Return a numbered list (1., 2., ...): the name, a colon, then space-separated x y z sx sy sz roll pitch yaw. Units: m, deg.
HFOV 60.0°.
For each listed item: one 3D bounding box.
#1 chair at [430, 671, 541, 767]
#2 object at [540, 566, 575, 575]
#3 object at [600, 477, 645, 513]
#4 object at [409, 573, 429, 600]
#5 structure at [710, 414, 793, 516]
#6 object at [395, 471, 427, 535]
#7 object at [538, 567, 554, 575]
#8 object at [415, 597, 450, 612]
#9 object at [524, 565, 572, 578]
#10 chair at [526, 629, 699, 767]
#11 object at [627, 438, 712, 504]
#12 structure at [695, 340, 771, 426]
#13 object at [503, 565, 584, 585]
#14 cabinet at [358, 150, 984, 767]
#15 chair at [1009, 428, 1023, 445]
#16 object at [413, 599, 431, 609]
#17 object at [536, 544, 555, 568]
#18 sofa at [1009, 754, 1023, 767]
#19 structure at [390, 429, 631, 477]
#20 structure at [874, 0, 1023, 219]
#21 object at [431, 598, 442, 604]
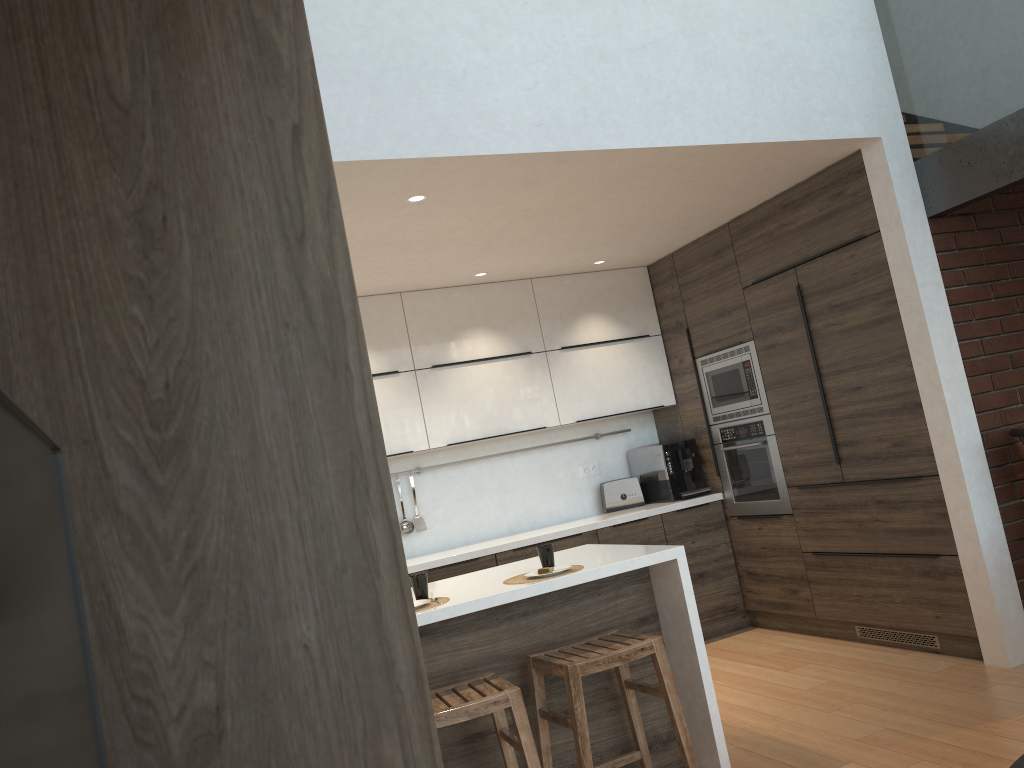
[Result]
1. chair: -0.136 1.268 2.758 0.450 0.600 0.350 -9 -6 -18
2. object: 0.164 0.673 3.184 0.126 0.012 0.025 -11 -5 -5
3. object: 0.716 0.719 5.798 0.260 0.195 0.177 -11 -5 -3
4. object: -0.329 0.733 3.184 0.066 0.093 0.066 -12 -5 12
5. structure: 1.594 0.467 5.336 0.495 0.570 0.595 -9 -6 -23
6. object: -0.700 0.730 5.325 0.320 0.389 0.069 -9 -6 -22
7. object: -0.119 0.712 3.128 0.597 0.039 0.064 -9 -6 -27
8. object: -0.367 0.780 3.087 0.305 0.002 0.305 -15 -6 36
9. object: 0.133 0.686 3.226 0.176 0.014 0.176 -9 -6 -19
10. chair: 0.338 1.201 3.048 0.450 0.600 0.350 -9 -6 -26
11. object: 1.024 0.565 5.786 0.274 0.378 0.532 -9 -6 -23
12. structure: 1.514 -0.025 5.389 0.459 0.430 0.595 -9 -6 -23
13. object: 0.116 0.701 3.263 0.304 0.002 0.304 -12 -5 9
14. cabinet: -0.081 0.484 4.348 3.495 2.401 2.401 -9 -6 -23
15. chair: 2.580 0.617 3.712 0.700 0.991 0.651 -12 -5 11
16. object: -0.366 0.768 3.049 0.176 0.014 0.176 -8 -6 -33
17. object: 0.132 0.657 3.350 0.066 0.093 0.066 -16 -7 40
18. sofa: 2.249 0.429 0.973 2.108 0.995 3.169 -9 -6 -23
19. structure: -0.565 0.527 5.423 3.000 0.045 0.050 -9 -6 -23
20. structure: 3.087 -0.573 3.011 1.289 3.460 5.660 -9 -6 -23
21. object: -0.260 0.752 3.077 0.025 0.011 0.126 -9 -6 -19
